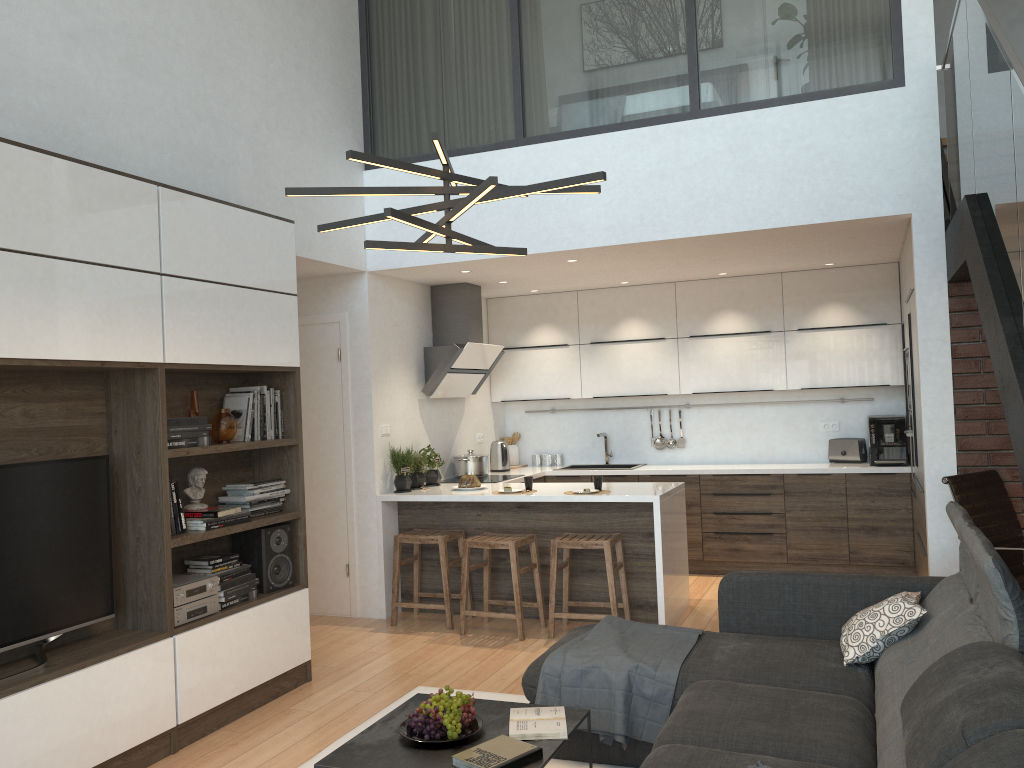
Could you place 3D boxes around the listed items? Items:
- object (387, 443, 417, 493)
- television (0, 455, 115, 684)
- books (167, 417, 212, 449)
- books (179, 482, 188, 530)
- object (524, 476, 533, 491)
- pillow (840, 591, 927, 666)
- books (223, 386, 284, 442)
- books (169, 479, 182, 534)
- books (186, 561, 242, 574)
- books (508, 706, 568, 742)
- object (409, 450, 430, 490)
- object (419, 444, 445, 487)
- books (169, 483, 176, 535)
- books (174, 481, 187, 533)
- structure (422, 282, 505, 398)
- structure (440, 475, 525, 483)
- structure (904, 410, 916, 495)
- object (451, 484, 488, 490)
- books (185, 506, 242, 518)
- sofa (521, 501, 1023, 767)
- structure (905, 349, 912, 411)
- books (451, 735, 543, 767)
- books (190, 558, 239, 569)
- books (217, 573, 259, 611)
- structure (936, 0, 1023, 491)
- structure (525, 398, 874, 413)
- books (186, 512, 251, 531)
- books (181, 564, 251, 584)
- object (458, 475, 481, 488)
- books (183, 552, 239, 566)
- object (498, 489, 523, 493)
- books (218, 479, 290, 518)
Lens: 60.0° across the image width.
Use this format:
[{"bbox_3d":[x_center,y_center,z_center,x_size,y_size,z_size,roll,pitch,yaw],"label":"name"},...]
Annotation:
[{"bbox_3d":[-0.775,0.580,6.266,0.186,0.367,0.196,-3,-1,22],"label":"object"},{"bbox_3d":[-1.955,0.693,3.239,0.229,0.779,1.220,-3,-1,22],"label":"television"},{"bbox_3d":[-1.610,0.228,4.115,0.277,0.137,0.343,-3,-1,17],"label":"books"},{"bbox_3d":[-1.615,0.574,4.137,0.179,0.233,0.077,-3,-1,22],"label":"books"},{"bbox_3d":[0.113,0.674,5.988,0.066,0.093,0.066,-2,-1,-33],"label":"object"},{"bbox_3d":[1.006,0.920,2.483,0.386,0.364,2.734,-3,-1,26],"label":"pillow"},{"bbox_3d":[-1.395,0.156,4.696,0.201,0.287,0.332,-3,-1,22],"label":"books"},{"bbox_3d":[-1.616,0.563,4.070,0.193,0.255,0.066,-3,-1,21],"label":"books"},{"bbox_3d":[-1.472,0.906,4.391,0.161,0.023,0.213,-3,-1,25],"label":"books"},{"bbox_3d":[0.088,1.166,3.066,0.199,0.025,0.294,-2,-1,1],"label":"books"},{"bbox_3d":[-0.690,0.622,6.467,0.221,0.283,0.211,-3,-1,35],"label":"object"},{"bbox_3d":[-0.612,0.608,6.646,0.179,0.311,0.172,-3,-1,33],"label":"object"},{"bbox_3d":[-1.616,0.568,4.039,0.169,0.242,0.050,-3,-1,21],"label":"books"},{"bbox_3d":[-1.598,0.568,4.095,0.177,0.242,0.066,-3,-1,21],"label":"books"},{"bbox_3d":[-0.387,-0.395,7.091,0.407,0.998,0.898,-3,-1,22],"label":"structure"},{"bbox_3d":[-0.259,0.752,7.034,0.550,0.006,0.609,-3,-1,22],"label":"structure"},{"bbox_3d":[3.000,0.468,6.139,0.495,0.570,0.595,-3,-1,22],"label":"structure"},{"bbox_3d":[-0.297,0.733,6.268,0.261,0.021,0.261,-3,-1,16],"label":"object"},{"bbox_3d":[-1.493,0.626,4.333,0.266,0.030,0.209,-3,-1,15],"label":"books"},{"bbox_3d":[0.411,1.006,2.607,2.108,0.995,3.169,-3,-1,22],"label":"sofa"},{"bbox_3d":[2.996,-0.032,6.141,0.459,0.430,0.595,-3,-1,22],"label":"structure"},{"bbox_3d":[-0.045,1.164,2.769,0.179,0.029,0.225,-3,-1,45],"label":"books"},{"bbox_3d":[-1.475,0.887,4.392,0.142,0.015,0.198,-3,-1,20],"label":"books"},{"bbox_3d":[-1.439,1.020,4.387,0.248,0.123,0.307,-3,-1,17],"label":"books"},{"bbox_3d":[2.469,-0.073,3.286,1.289,3.460,5.660,-3,-1,22],"label":"structure"},{"bbox_3d":[1.520,0.191,7.691,3.000,0.045,0.050,-3,-1,22],"label":"structure"},{"bbox_3d":[-1.469,0.664,4.313,0.250,0.047,0.310,-3,-1,27],"label":"books"},{"bbox_3d":[-1.463,0.938,4.390,0.224,0.042,0.277,-3,-1,17],"label":"books"},{"bbox_3d":[-0.304,0.694,6.283,0.155,0.101,0.161,-3,-1,18],"label":"object"},{"bbox_3d":[-1.489,0.869,4.400,0.161,0.023,0.213,-3,-1,25],"label":"books"},{"bbox_3d":[-0.009,0.717,5.924,0.176,0.014,0.176,-3,-1,12],"label":"object"},{"bbox_3d":[-1.368,0.601,4.658,0.224,0.176,0.374,-3,-1,21],"label":"books"}]
